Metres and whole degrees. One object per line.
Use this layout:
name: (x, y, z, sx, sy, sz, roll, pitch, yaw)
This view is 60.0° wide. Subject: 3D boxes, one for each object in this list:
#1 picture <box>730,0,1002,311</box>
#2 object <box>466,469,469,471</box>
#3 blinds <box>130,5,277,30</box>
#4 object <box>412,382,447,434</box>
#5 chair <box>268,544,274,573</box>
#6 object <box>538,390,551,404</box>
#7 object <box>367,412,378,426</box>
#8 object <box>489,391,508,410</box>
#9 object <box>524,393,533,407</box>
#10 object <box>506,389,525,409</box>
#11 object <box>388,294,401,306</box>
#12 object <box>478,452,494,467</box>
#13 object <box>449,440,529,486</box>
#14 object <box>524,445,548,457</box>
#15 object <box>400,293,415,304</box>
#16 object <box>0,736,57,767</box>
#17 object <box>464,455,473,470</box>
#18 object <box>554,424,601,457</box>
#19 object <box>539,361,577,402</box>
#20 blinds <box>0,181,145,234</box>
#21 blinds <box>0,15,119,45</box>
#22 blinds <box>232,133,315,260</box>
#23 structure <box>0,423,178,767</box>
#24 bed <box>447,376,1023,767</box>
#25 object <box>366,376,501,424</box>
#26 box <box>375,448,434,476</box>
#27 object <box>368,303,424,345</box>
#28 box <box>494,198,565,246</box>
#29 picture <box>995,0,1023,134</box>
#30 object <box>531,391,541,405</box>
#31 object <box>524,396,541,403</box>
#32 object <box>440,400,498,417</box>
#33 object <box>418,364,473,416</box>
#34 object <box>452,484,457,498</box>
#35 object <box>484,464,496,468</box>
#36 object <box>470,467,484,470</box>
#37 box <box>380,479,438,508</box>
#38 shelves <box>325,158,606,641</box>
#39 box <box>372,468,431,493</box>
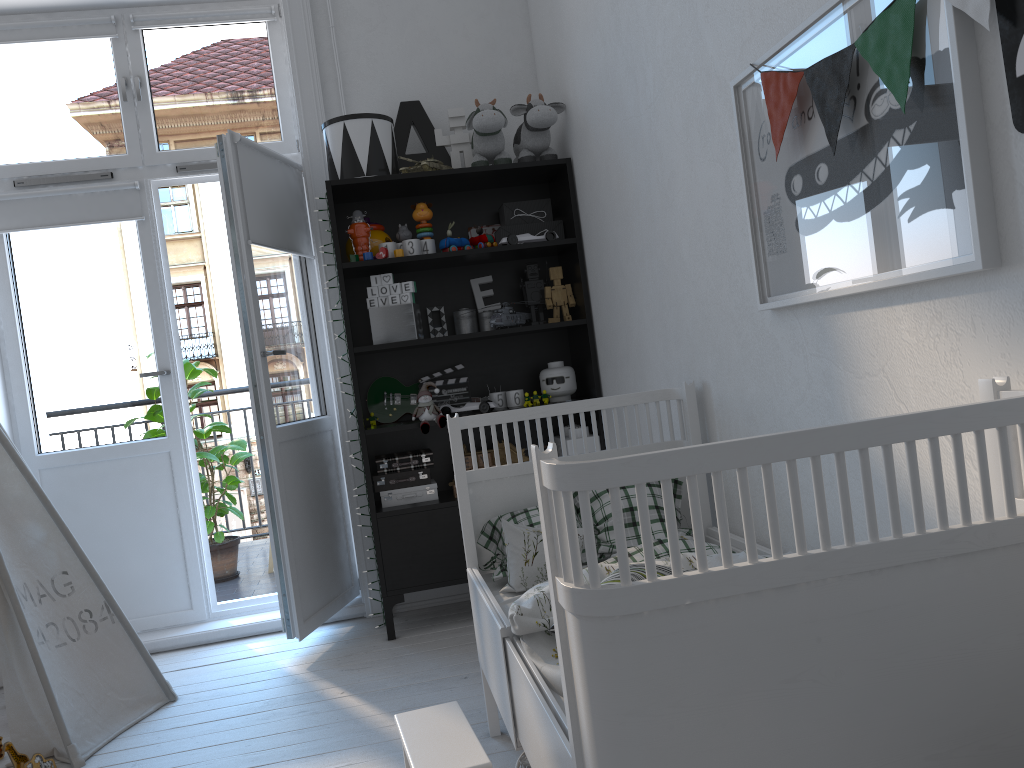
picture: (0.568, -0.402, 1.554, 0.030, 0.493, 0.703, -8, 1, -9)
object: (-0.189, 0.350, 3.381, 0.050, 0.050, 0.050, -8, 1, -9)
blinds: (-1.243, -1.481, 3.584, 0.565, 0.060, 0.032, -8, 2, -9)
object: (-0.305, 0.086, 3.238, 0.110, 0.186, 0.129, -8, 2, -22)
chair: (-1.036, 0.591, 4.695, 0.437, 0.715, 0.497, -6, 2, 36)
object: (0.126, 0.050, 3.389, 0.042, 0.054, 0.031, -6, 2, 36)
object: (-0.538, 0.137, 3.418, 0.042, 0.054, 0.031, -7, 2, 1)
object: (-0.052, 0.066, 3.438, 0.067, 0.067, 0.067, -7, 1, 5)
object: (0.058, 0.059, 3.355, 0.031, 0.054, 0.042, -6, 2, 41)
object: (0.014, 0.058, 3.401, 0.067, 0.067, 0.067, -7, 1, 5)
object: (-0.432, -0.310, 3.288, 0.040, 0.040, 0.040, -7, 1, 6)
object: (-0.099, 0.288, 3.389, 0.050, 0.050, 0.050, -7, 1, 11)
object: (-0.085, 0.318, 3.513, 0.337, 0.186, 0.111, -7, 2, 6)
object: (0.053, 0.325, 3.626, 0.347, 0.120, 0.034, -8, 2, -9)
object: (-0.387, -0.315, 3.283, 0.040, 0.040, 0.040, -7, 2, 21)
object: (-1.450, 0.933, 2.709, 0.385, 0.284, 0.856, -8, 1, -18)
object: (-0.177, 0.299, 3.374, 0.050, 0.050, 0.050, -8, 1, -9)
object: (0.255, 0.265, 3.480, 0.132, 0.199, 0.267, -8, 1, -9)
object: (0.181, -0.008, 3.480, 0.139, 0.162, 0.139, -8, 2, -34)
blinds: (-1.758, -0.698, 3.504, 0.565, 0.158, 0.032, -8, 2, -9)
blinds: (-1.849, -1.385, 3.484, 0.565, 0.087, 0.032, -8, 2, -9)
blinds: (-0.885, -0.693, 3.363, 0.032, 0.390, 0.565, -7, 1, 11)
structure: (-1.793, 0.247, 2.736, 1.142, 1.750, 1.143, -9, 2, -34)
bed: (0.308, 0.446, 1.743, 0.670, 0.833, 1.404, -8, 1, -9)
object: (-0.306, 0.064, 3.534, 0.542, 0.239, 0.093, -8, 2, -9)
box: (-0.415, 0.299, 3.414, 0.215, 0.062, 0.179, -8, 1, -9)
object: (-0.433, -0.222, 3.328, 0.170, 0.138, 0.124, -7, 1, 6)
box: (0.066, -0.626, 3.512, 0.251, 0.189, 0.179, -8, 1, -9)
picture: (0.647, -0.470, 1.077, 0.010, 0.301, 0.152, -8, 2, -10)
object: (0.091, 0.054, 3.414, 0.042, 0.054, 0.031, -8, 2, -9)
object: (0.034, 0.068, 3.564, 0.163, 0.034, 0.069, -8, 1, -9)
object: (-0.167, 0.092, 3.379, 0.230, 0.048, 0.098, -7, 1, 16)
object: (-0.266, 0.028, 3.514, 0.200, 0.199, 0.048, -8, 2, -9)
object: (-0.196, 0.402, 3.359, 0.050, 0.050, 0.050, -8, 1, -9)
object: (-0.082, 0.336, 3.405, 0.050, 0.050, 0.050, -8, 1, -9)
object: (-0.130, 0.343, 3.370, 0.050, 0.050, 0.050, -8, 1, -9)
box: (-0.399, 0.421, 3.416, 0.215, 0.062, 0.179, -8, 1, -9)
shelves: (-0.142, 0.043, 3.436, 0.911, 1.678, 0.353, -8, 2, -9)
box: (-0.425, 0.362, 3.411, 0.215, 0.062, 0.179, -8, 1, -9)
